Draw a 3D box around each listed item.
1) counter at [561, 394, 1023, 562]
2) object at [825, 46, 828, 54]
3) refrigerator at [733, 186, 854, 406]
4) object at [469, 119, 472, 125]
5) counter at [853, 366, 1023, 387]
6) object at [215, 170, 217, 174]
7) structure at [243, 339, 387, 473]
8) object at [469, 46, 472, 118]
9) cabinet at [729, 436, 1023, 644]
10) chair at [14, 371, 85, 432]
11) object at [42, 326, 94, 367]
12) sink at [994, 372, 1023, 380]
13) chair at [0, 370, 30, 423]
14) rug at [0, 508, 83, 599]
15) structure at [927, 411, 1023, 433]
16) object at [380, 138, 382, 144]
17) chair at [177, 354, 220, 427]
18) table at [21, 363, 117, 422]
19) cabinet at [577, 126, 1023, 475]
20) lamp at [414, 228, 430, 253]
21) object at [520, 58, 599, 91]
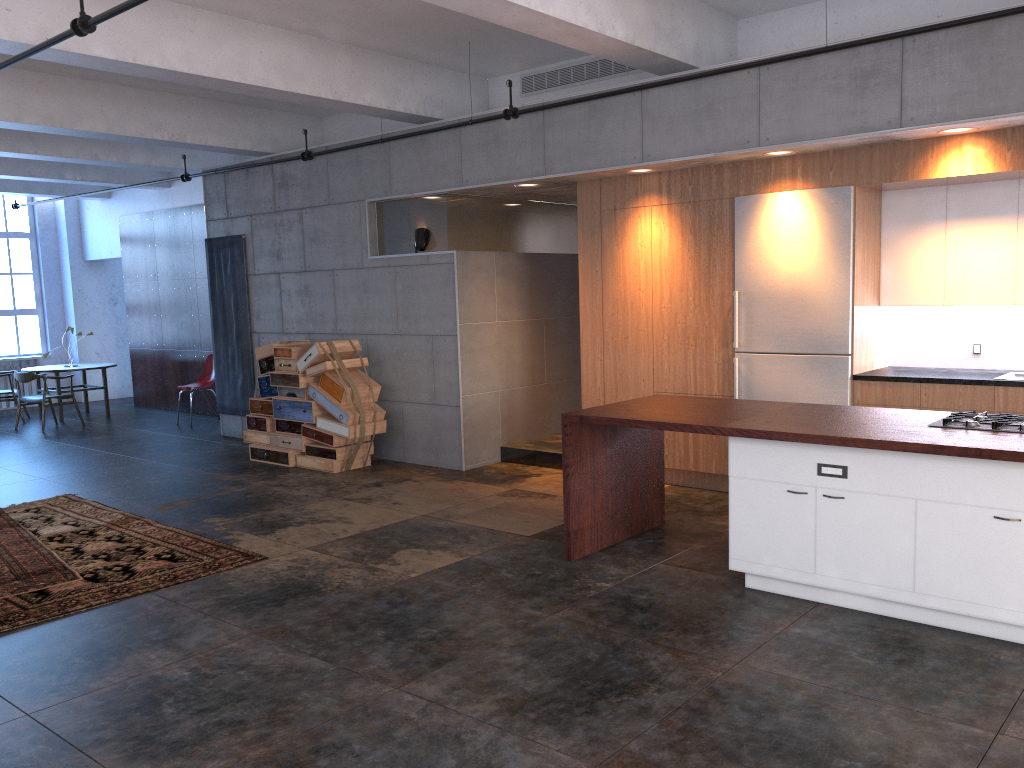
[{"bbox_3d":[3.201,0.760,4.038,6.512,0.974,1.164,3,8,40],"label":"counter"},{"bbox_3d":[4.582,-0.090,5.564,0.053,0.053,0.061,-8,9,-42],"label":"object"},{"bbox_3d":[2.212,-0.391,6.973,0.936,2.197,0.224,3,9,37],"label":"refrigerator"},{"bbox_3d":[4.573,-0.132,5.539,0.052,0.051,0.064,2,8,33],"label":"object"},{"bbox_3d":[4.770,-0.030,5.889,4.364,0.039,1.638,3,8,40],"label":"counter"},{"bbox_3d":[4.607,-0.117,5.609,0.053,0.052,0.061,-2,6,-1],"label":"object"},{"bbox_3d":[-2.154,0.187,9.325,1.872,1.319,0.650,4,9,40],"label":"structure"},{"bbox_3d":[4.505,-0.144,5.653,0.059,0.060,0.050,-4,7,-15],"label":"object"},{"bbox_3d":[3.653,0.818,3.650,5.526,0.933,0.940,3,8,40],"label":"cabinet"},{"bbox_3d":[-6.586,0.218,12.543,0.715,0.867,0.683,2,8,27],"label":"chair"},{"bbox_3d":[-6.818,-0.585,13.626,0.234,0.626,0.789,5,9,43],"label":"object"},{"bbox_3d":[3.778,0.048,6.107,0.714,0.192,0.533,3,8,40],"label":"sink"},{"bbox_3d":[-7.713,0.167,13.341,0.683,0.867,0.715,-5,7,-23],"label":"chair"},{"bbox_3d":[-4.439,1.196,6.322,1.913,0.048,3.445,-7,8,-40],"label":"rug"},{"bbox_3d":[2.624,0.212,4.725,0.626,0.072,0.521,3,8,40],"label":"structure"},{"bbox_3d":[4.567,-0.083,5.632,0.063,0.053,0.051,-2,7,-7],"label":"object"},{"bbox_3d":[-4.422,0.082,12.651,0.418,0.990,0.668,4,9,40],"label":"chair"},{"bbox_3d":[-6.807,0.153,13.725,1.316,0.853,1.300,-2,6,-6],"label":"table"},{"bbox_3d":[4.449,-0.514,6.596,7.932,2.570,2.424,3,8,40],"label":"cabinet"},{"bbox_3d":[-0.896,-1.428,8.840,0.169,0.259,0.214,1,7,22],"label":"lamp"},{"bbox_3d":[2.336,-1.578,7.318,5.825,2.876,0.059,4,9,41],"label":"object"}]
